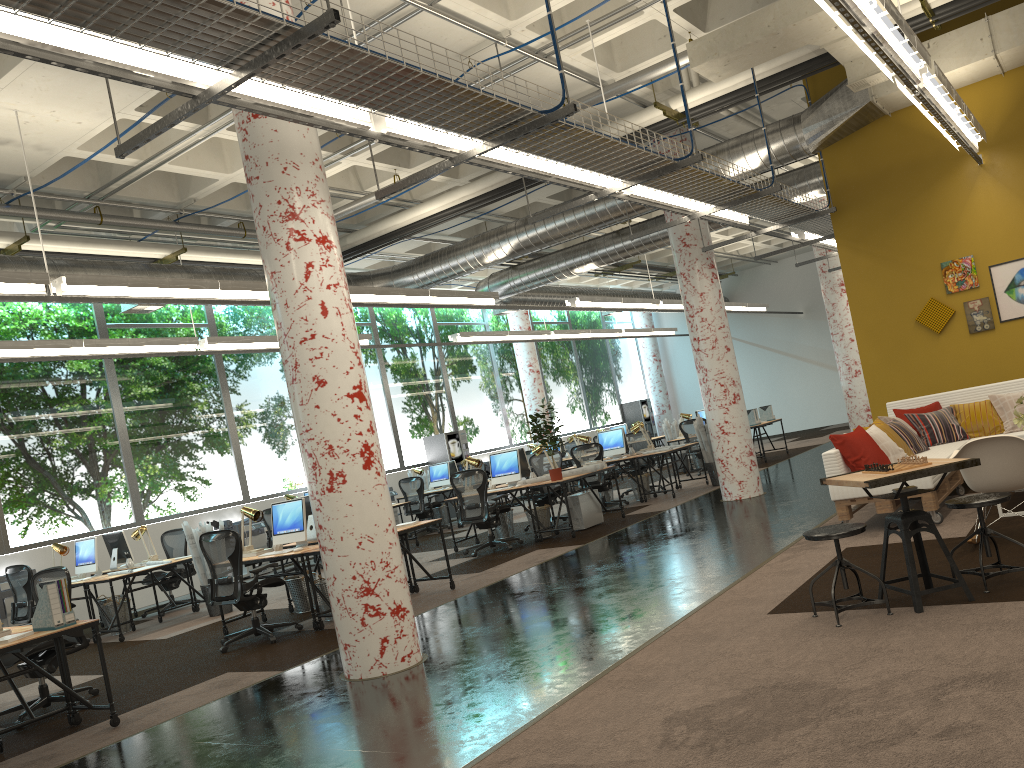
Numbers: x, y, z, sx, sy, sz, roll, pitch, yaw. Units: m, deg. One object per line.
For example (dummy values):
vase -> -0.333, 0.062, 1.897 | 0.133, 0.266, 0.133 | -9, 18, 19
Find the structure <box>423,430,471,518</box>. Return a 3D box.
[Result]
structure -> -1.291, 1.966, 19.294 | 0.641, 1.809, 0.747 | -12, -1, 35

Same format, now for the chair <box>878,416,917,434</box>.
chair -> 3.972, 0.498, 9.041 | 0.336, 0.437, 0.543 | -13, -3, 40

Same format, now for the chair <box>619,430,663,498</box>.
chair -> 2.208, 1.384, 15.560 | 0.773, 1.085, 0.791 | -12, -2, 18

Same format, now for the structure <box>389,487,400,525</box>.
structure -> -2.592, 2.482, 17.287 | 0.506, 1.057, 1.054 | -12, -2, 35

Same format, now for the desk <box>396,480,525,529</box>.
desk -> -0.954, 2.280, 16.727 | 1.951, 0.723, 1.396 | -14, -4, 35

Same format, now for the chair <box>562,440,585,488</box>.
chair -> 1.474, 1.885, 20.943 | 0.773, 1.085, 0.791 | -12, -2, 18

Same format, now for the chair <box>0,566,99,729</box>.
chair -> -3.660, 1.999, 6.839 | 0.773, 1.085, 0.791 | -12, -2, 18

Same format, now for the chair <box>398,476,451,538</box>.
chair -> -1.642, 2.197, 16.079 | 0.773, 1.085, 0.791 | -12, -2, 18

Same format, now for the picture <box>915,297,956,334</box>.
picture -> 4.787, -0.774, 10.016 | 0.427, 0.424, 0.047 | -13, -1, 35

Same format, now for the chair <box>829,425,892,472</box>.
chair -> 3.018, 0.594, 7.663 | 0.532, 0.444, 0.303 | -9, -3, -39

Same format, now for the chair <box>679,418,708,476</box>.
chair -> 3.654, 1.197, 17.172 | 0.773, 1.085, 0.791 | -12, -2, 18

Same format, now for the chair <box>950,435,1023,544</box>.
chair -> 3.417, 0.694, 6.116 | 0.617, 0.753, 0.790 | -13, -3, 35

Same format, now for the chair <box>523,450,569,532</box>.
chair -> 0.494, 1.538, 12.953 | 0.773, 1.085, 0.791 | -12, -2, 18

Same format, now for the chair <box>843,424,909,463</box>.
chair -> 3.312, 0.579, 8.006 | 0.522, 0.400, 0.333 | -10, -3, -36

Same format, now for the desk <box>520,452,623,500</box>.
desk -> 1.290, 2.041, 19.996 | 1.951, 0.723, 1.396 | -14, -4, 35

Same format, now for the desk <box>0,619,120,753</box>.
desk -> -3.845, 2.155, 5.892 | 1.951, 0.723, 1.396 | -14, -4, 35

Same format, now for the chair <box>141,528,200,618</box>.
chair -> -4.658, 2.540, 12.009 | 0.773, 1.085, 0.791 | -12, -2, 18

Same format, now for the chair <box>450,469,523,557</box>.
chair -> -0.379, 1.610, 11.358 | 0.773, 1.085, 0.791 | -12, -2, 18

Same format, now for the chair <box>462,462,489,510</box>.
chair -> -0.769, 2.124, 17.674 | 0.773, 1.085, 0.791 | -12, -2, 18

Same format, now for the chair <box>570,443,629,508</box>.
chair -> 1.335, 1.456, 13.965 | 0.773, 1.085, 0.791 | -12, -2, 18

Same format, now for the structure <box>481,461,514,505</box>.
structure -> -0.349, 2.242, 20.556 | 0.506, 1.057, 1.054 | -12, -2, 35

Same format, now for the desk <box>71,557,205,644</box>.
desk -> -4.843, 2.696, 11.062 | 1.951, 0.723, 1.396 | -14, -4, 35

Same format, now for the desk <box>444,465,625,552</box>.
desk -> 0.310, 1.694, 12.006 | 1.951, 0.724, 1.396 | -14, -4, 35

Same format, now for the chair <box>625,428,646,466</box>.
chair -> 3.303, 1.690, 23.606 | 0.773, 1.085, 0.791 | -12, -2, 18

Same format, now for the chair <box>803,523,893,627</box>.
chair -> 1.866, 1.061, 4.990 | 0.346, 0.497, 0.338 | -11, -2, -6

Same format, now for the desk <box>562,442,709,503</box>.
desk -> 2.024, 1.540, 14.613 | 1.951, 0.723, 1.396 | -14, -4, 35

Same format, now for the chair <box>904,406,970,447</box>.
chair -> 4.368, 0.446, 9.076 | 0.517, 0.392, 0.358 | -12, -2, 4

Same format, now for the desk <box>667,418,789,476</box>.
desk -> 4.343, 1.281, 17.820 | 1.951, 0.723, 1.396 | -14, -4, 35

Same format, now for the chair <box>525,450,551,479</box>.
chair -> 0.601, 1.957, 19.348 | 0.773, 1.085, 0.791 | -12, -2, 18

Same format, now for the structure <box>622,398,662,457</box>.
structure -> 3.964, 1.405, 26.948 | 0.641, 1.809, 0.747 | -12, -1, 35

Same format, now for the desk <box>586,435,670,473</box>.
desk -> 3.118, 1.846, 22.659 | 1.951, 0.723, 1.396 | -14, -4, 35

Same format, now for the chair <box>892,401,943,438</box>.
chair -> 4.367, 0.426, 9.373 | 0.535, 0.437, 0.287 | -12, -2, 7

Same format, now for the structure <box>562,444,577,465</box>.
structure -> 1.480, 2.047, 23.220 | 0.506, 1.057, 1.054 | -12, -2, 35

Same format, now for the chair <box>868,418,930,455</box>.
chair -> 3.802, 0.538, 8.663 | 0.521, 0.407, 0.343 | -9, -3, -40

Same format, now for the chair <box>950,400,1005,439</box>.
chair -> 4.761, 0.363, 9.012 | 0.524, 0.381, 0.365 | -13, -3, 31

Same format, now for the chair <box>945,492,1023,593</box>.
chair -> 2.713, 0.894, 5.067 | 0.346, 0.497, 0.338 | -11, -2, -6

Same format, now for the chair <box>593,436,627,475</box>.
chair -> 2.430, 1.762, 22.012 | 0.773, 1.085, 0.791 | -12, -2, 18

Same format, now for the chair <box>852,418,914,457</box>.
chair -> 3.499, 0.544, 8.336 | 0.544, 0.438, 0.318 | -9, -3, -43

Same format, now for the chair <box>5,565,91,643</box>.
chair -> -5.531, 2.612, 10.414 | 0.773, 1.085, 0.791 | -12, -2, 18

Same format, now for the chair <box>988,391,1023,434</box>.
chair -> 5.076, 0.252, 8.770 | 0.527, 0.427, 0.311 | -12, -2, 13

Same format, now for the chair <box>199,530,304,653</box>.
chair -> -2.486, 1.853, 8.233 | 0.773, 1.085, 0.791 | -12, -2, 18

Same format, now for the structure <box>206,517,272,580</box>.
structure -> -4.413, 2.676, 14.630 | 0.506, 1.057, 1.054 | -12, -2, 35

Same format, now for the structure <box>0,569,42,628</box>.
structure -> -6.543, 2.903, 11.527 | 0.506, 1.057, 1.054 | -12, -2, 35

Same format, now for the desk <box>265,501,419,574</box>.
desk -> -2.712, 2.468, 14.165 | 1.951, 0.723, 1.396 | -14, -4, 35

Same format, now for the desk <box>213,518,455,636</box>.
desk -> -1.797, 1.937, 8.881 | 1.951, 0.723, 1.396 | -14, -4, 35

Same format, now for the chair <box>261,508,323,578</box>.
chair -> -3.401, 2.384, 13.517 | 0.773, 1.085, 0.791 | -12, -2, 18
